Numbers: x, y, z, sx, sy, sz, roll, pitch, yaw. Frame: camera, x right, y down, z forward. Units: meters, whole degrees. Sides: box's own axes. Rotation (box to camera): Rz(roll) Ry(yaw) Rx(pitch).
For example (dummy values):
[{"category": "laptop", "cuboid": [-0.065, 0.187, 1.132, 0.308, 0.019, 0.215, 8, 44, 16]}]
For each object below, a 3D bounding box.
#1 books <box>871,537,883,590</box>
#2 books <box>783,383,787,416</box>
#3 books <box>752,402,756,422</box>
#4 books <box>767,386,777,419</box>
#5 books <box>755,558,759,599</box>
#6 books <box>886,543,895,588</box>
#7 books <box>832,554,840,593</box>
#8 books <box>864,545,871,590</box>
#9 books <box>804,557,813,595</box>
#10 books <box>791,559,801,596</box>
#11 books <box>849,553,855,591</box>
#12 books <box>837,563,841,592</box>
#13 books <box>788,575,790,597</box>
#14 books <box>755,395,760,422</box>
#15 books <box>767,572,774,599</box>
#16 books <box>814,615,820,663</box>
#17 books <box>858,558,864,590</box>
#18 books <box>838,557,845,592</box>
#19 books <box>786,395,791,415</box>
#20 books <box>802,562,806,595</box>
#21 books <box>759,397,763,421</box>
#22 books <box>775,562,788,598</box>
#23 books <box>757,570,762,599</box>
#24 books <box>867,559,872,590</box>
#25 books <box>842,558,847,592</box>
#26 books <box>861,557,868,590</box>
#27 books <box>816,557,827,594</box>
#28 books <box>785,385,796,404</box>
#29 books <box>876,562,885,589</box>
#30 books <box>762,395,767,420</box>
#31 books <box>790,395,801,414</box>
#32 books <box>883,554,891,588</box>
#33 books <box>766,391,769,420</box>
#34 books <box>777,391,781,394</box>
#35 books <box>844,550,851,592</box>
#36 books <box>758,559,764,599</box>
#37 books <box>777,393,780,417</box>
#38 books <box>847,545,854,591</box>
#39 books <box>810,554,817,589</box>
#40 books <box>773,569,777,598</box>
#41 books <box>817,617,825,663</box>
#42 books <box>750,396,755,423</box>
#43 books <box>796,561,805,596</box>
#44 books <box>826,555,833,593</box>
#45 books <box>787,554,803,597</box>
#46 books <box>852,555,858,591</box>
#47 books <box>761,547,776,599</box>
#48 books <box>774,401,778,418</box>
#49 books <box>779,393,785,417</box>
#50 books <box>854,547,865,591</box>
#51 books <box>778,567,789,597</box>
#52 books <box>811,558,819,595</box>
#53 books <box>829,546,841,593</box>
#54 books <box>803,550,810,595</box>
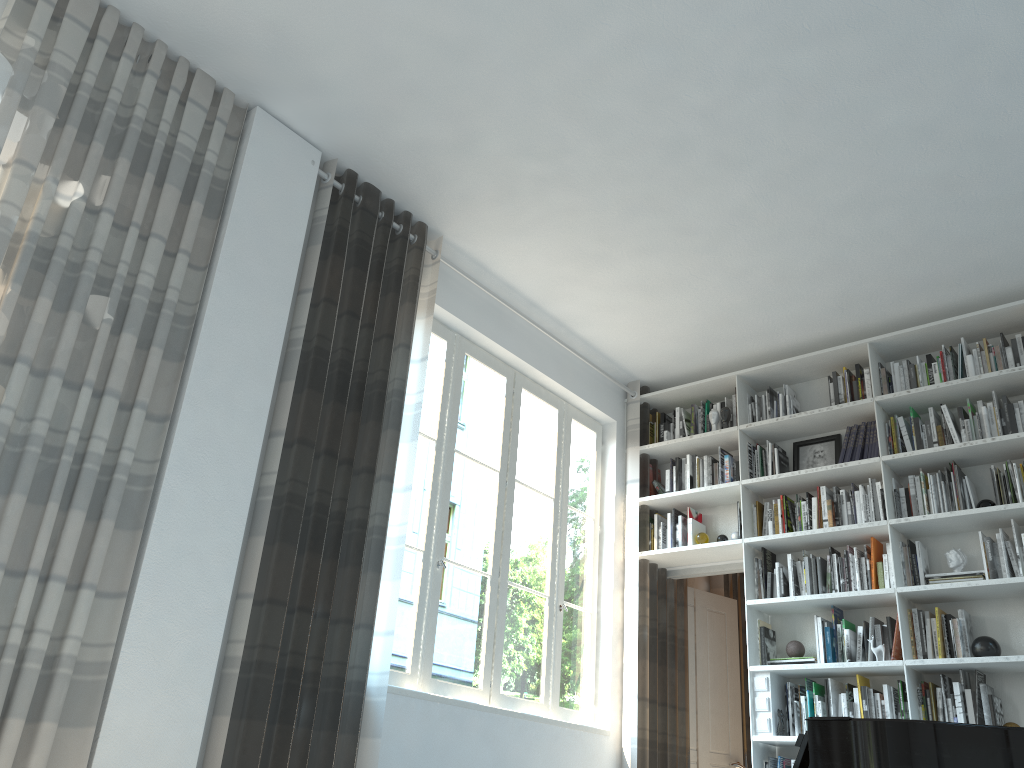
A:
[{"category": "books", "cuboid": [2.035, 1.031, 4.933, 0.035, 0.324, 0.170, -16, -32, 36]}, {"category": "books", "cuboid": [1.772, 0.155, 5.662, 0.007, 0.300, 0.146, -16, -32, 36]}, {"category": "books", "cuboid": [1.610, 0.240, 5.760, 0.032, 0.209, 0.159, -16, -32, 36]}, {"category": "books", "cuboid": [1.689, 0.173, 5.688, 0.015, 0.278, 0.191, -16, -32, 36]}, {"category": "books", "cuboid": [1.508, 1.205, 5.332, 0.012, 0.283, 0.160, -16, -32, 36]}, {"category": "books", "cuboid": [2.110, 1.031, 4.877, 0.027, 0.284, 0.148, -16, -32, 36]}, {"category": "books", "cuboid": [1.872, 1.112, 5.048, 0.021, 0.255, 0.156, -16, -32, 36]}, {"category": "books", "cuboid": [2.013, 1.059, 4.959, 0.015, 0.291, 0.144, -16, -32, 36]}, {"category": "books", "cuboid": [1.743, 1.142, 5.120, 0.021, 0.246, 0.189, -16, -32, 36]}, {"category": "books", "cuboid": [1.676, 1.165, 5.177, 0.011, 0.245, 0.177, -16, -32, 36]}, {"category": "books", "cuboid": [1.941, 1.096, 4.999, 0.011, 0.250, 0.139, -16, -32, 36]}, {"category": "books", "cuboid": [1.887, 1.130, 5.025, 0.021, 0.204, 0.130, -16, -32, 36]}, {"category": "books", "cuboid": [1.662, 1.211, 5.209, 0.021, 0.187, 0.129, -16, -32, 36]}, {"category": "books", "cuboid": [1.624, 0.215, 5.750, 0.012, 0.248, 0.180, -16, -32, 36]}, {"category": "books", "cuboid": [1.557, 1.224, 5.245, 0.037, 0.181, 0.189, -16, -32, 36]}, {"category": "books", "cuboid": [1.740, 1.454, 4.968, 0.012, 0.283, 0.160, -16, -32, 36]}, {"category": "books", "cuboid": [1.978, 1.098, 4.957, 0.012, 0.216, 0.160, -16, -32, 36]}, {"category": "books", "cuboid": [1.892, 1.110, 5.010, 0.013, 0.228, 0.177, -16, -32, 36]}, {"category": "books", "cuboid": [1.785, 0.192, 5.623, 0.014, 0.201, 0.171, -16, -32, 36]}, {"category": "books", "cuboid": [1.727, 1.160, 5.140, 0.014, 0.228, 0.148, -16, -32, 36]}, {"category": "books", "cuboid": [1.645, 0.218, 5.726, 0.013, 0.224, 0.177, -16, -32, 36]}, {"category": "books", "cuboid": [1.604, 1.188, 5.224, 0.022, 0.234, 0.177, -16, -32, 36]}, {"category": "books", "cuboid": [1.514, 1.232, 5.299, 0.026, 0.208, 0.155, -16, -32, 36]}, {"category": "books", "cuboid": [2.011, 1.091, 4.921, 0.013, 0.202, 0.162, -16, -32, 36]}, {"category": "books", "cuboid": [1.909, 1.112, 5.010, 0.013, 0.226, 0.152, -16, -32, 36]}, {"category": "books", "cuboid": [1.994, 1.094, 4.951, 0.021, 0.219, 0.149, -16, -32, 36]}, {"category": "books", "cuboid": [1.801, 1.133, 5.086, 0.023, 0.241, 0.185, -16, -32, 36]}, {"category": "books", "cuboid": [1.788, 0.161, 5.663, 0.015, 0.292, 0.131, -16, -32, 36]}, {"category": "books", "cuboid": [2.057, 1.089, 4.886, 0.030, 0.182, 0.152, -16, -32, 36]}, {"category": "books", "cuboid": [1.660, 0.209, 5.724, 0.016, 0.242, 0.156, -16, -32, 36]}, {"category": "books", "cuboid": [1.801, 0.189, 5.624, 0.013, 0.209, 0.137, -16, -32, 36]}, {"category": "books", "cuboid": [2.083, 1.064, 4.877, 0.031, 0.222, 0.145, -16, -32, 36]}, {"category": "books", "cuboid": [1.681, 0.193, 5.708, 0.016, 0.259, 0.154, -16, -32, 36]}, {"category": "books", "cuboid": [1.734, 0.185, 5.675, 0.013, 0.251, 0.129, -16, -32, 36]}, {"category": "books", "cuboid": [1.918, 1.088, 5.009, 0.012, 0.271, 0.146, -16, -32, 36]}, {"category": "books", "cuboid": [1.524, 1.195, 5.286, 0.027, 0.264, 0.176, -16, -32, 36]}, {"category": "books", "cuboid": [1.737, 0.193, 5.654, 0.013, 0.218, 0.181, -16, -32, 36]}, {"category": "books", "cuboid": [1.937, 1.077, 5.020, 0.011, 0.302, 0.130, -16, -32, 36]}, {"category": "books", "cuboid": [1.767, 1.134, 5.128, 0.011, 0.269, 0.158, -16, -32, 36]}, {"category": "books", "cuboid": [1.588, 1.213, 5.249, 0.042, 0.208, 0.144, -16, -32, 36]}, {"category": "books", "cuboid": [1.753, 1.456, 4.955, 0.024, 0.271, 0.151, -16, -32, 36]}, {"category": "books", "cuboid": [1.597, 0.223, 5.783, 0.007, 0.257, 0.157, -16, -32, 36]}, {"category": "books", "cuboid": [1.714, 1.169, 5.175, 0.049, 0.241, 0.139, -16, -32, 36]}, {"category": "books", "cuboid": [1.840, 1.125, 5.081, 0.048, 0.255, 0.142, -16, -32, 36]}, {"category": "books", "cuboid": [1.669, 1.156, 5.200, 0.024, 0.280, 0.174, -16, -32, 36]}, {"category": "books", "cuboid": [1.961, 1.100, 4.992, 0.028, 0.241, 0.132, -16, -32, 36]}, {"category": "books", "cuboid": [1.540, 1.159, 5.287, 0.012, 0.332, 0.185, -16, -32, 36]}, {"category": "books", "cuboid": [1.713, 0.219, 5.668, 0.026, 0.181, 0.162, -16, -32, 36]}, {"category": "books", "cuboid": [1.745, 0.190, 5.638, 0.021, 0.212, 0.174, -16, -32, 36]}, {"category": "books", "cuboid": [1.961, 1.069, 4.967, 0.015, 0.273, 0.157, -16, -32, 36]}, {"category": "books", "cuboid": [1.616, 1.193, 5.196, 0.028, 0.203, 0.188, -16, -32, 36]}, {"category": "books", "cuboid": [1.770, 1.139, 5.099, 0.024, 0.236, 0.167, -16, -32, 36]}, {"category": "books", "cuboid": [1.854, 1.092, 5.060, 0.013, 0.298, 0.152, -16, -32, 36]}, {"category": "books", "cuboid": [1.737, 1.128, 5.145, 0.011, 0.292, 0.184, -16, -32, 36]}]
